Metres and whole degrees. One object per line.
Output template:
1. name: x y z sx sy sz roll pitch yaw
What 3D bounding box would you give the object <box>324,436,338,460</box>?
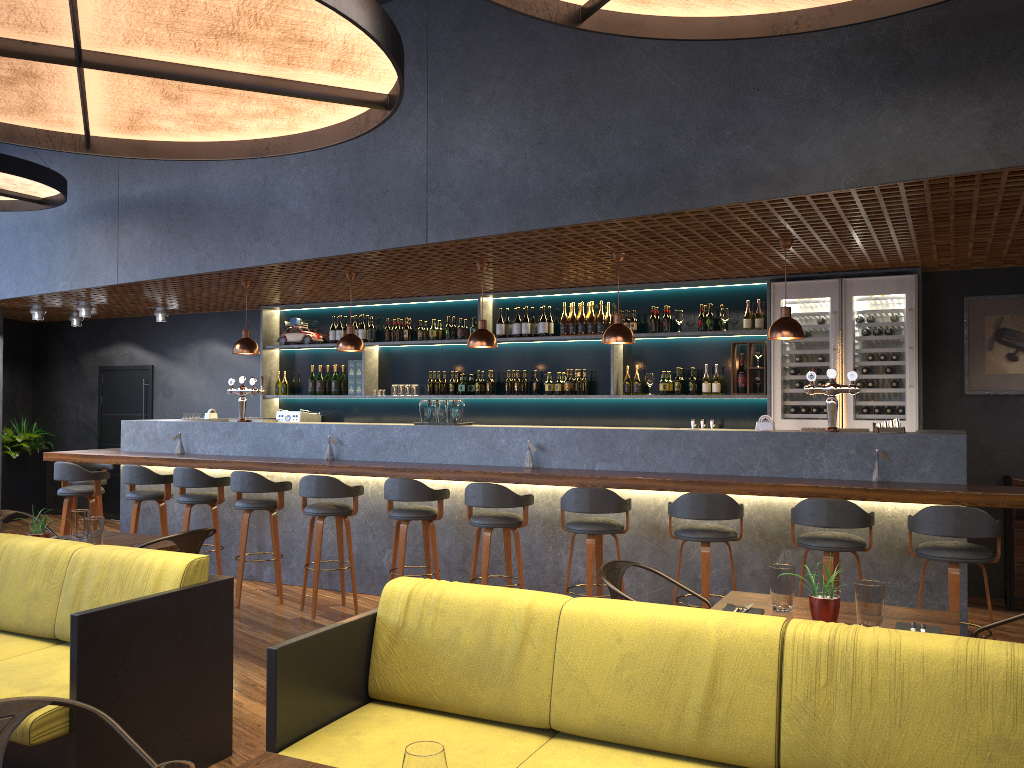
1. object: -1.524 0.535 7.448 0.114 0.203 0.069 0 -1 -13

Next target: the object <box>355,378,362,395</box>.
1. object: -1.675 0.029 9.846 0.098 0.192 0.080 0 -1 26

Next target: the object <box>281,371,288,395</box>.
1. object: -2.661 -0.007 10.393 0.079 0.281 0.079 0 -1 30

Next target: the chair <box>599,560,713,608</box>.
1. chair: 0.634 1.212 3.628 0.541 0.917 0.504 0 -1 27

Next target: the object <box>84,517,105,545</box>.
1. object: -2.333 0.837 4.953 0.102 0.178 0.102 0 -1 12

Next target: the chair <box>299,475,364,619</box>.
1. chair: -1.395 1.201 6.739 0.438 1.048 0.483 1 -1 -44

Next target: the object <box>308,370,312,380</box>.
1. object: -2.305 -0.041 10.231 0.094 0.340 0.094 1 -1 -28

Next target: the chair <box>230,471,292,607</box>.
1. chair: -2.028 1.206 7.100 0.438 1.048 0.483 1 -1 -35

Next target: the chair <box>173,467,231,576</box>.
1. chair: -2.606 1.211 7.473 0.483 1.048 0.438 0 -1 -2

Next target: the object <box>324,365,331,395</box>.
1. object: -2.108 -0.042 10.156 0.094 0.340 0.094 1 -1 -41

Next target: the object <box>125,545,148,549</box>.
1. object: -2.169 0.916 4.927 0.157 0.019 0.255 0 -1 26

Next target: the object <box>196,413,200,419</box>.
1. object: -3.266 0.336 9.229 0.042 0.059 0.042 0 -1 24

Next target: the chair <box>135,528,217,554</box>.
1. chair: -1.898 1.227 4.787 0.541 0.917 0.504 0 -1 27

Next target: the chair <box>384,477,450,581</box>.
1. chair: -0.700 1.198 6.522 0.483 1.048 0.438 0 -1 -2

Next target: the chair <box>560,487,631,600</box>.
1. chair: 0.563 1.189 5.877 0.483 1.048 0.438 0 -1 -13

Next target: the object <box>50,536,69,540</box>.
1. object: -2.749 0.921 5.252 0.157 0.019 0.255 0 -1 26

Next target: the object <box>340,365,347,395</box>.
1. object: -1.919 -0.043 10.073 0.094 0.340 0.094 1 -1 -41

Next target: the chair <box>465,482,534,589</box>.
1. chair: -0.112 1.193 6.169 0.438 1.048 0.483 1 -1 -35

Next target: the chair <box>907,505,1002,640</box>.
1. chair: 2.430 1.176 4.903 0.438 1.048 0.483 1 -1 -35

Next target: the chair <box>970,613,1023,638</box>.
1. chair: 1.748 1.204 3.073 0.541 0.917 0.504 0 -1 27

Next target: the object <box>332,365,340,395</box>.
1. object: -1.985 -0.044 9.991 0.094 0.340 0.094 1 -1 -24

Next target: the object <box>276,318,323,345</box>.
1. object: -2.468 -0.607 10.294 0.579 0.319 0.229 0 -1 26

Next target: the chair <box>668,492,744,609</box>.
1. chair: 1.205 1.185 5.581 0.483 1.048 0.438 -1 -1 41

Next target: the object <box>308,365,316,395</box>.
1. object: -2.273 -0.043 10.107 0.094 0.340 0.094 1 -1 -41

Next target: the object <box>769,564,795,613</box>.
1. object: 1.081 0.819 3.549 0.102 0.178 0.102 1 -1 -28

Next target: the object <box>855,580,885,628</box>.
1. object: 1.303 0.813 3.231 0.102 0.178 0.102 0 -1 12

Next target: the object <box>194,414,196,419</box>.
1. object: -3.289 0.335 9.184 0.042 0.059 0.042 0 -1 24

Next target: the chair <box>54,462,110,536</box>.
1. chair: -3.902 1.219 8.055 0.483 1.048 0.438 0 -1 -2

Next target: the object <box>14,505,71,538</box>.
1. object: -2.584 0.787 4.840 0.260 0.271 0.238 -1 -1 32

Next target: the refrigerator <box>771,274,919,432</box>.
1. refrigerator: 2.840 0.170 7.573 1.159 2.109 0.454 0 -1 26

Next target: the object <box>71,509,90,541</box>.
1. object: -2.580 0.842 5.298 0.102 0.178 0.102 1 -1 -28

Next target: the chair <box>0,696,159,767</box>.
1. chair: -0.981 1.174 1.837 0.541 0.917 0.504 0 -1 27

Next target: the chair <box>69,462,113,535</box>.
1. chair: -4.293 1.235 8.962 0.483 1.048 0.438 1 -1 -35

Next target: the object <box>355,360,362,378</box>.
1. object: -1.675 -0.164 9.850 0.098 0.192 0.080 0 -1 26

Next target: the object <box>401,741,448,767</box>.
1. object: -0.160 0.768 1.617 0.097 0.206 0.097 0 -1 18

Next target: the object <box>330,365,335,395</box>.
1. object: -2.020 -0.042 10.114 0.094 0.340 0.094 -1 -1 36

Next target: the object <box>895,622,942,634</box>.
1. object: 1.468 0.893 3.205 0.157 0.019 0.255 0 -1 26

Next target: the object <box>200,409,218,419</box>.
1. object: -3.099 0.321 9.666 0.200 0.106 0.766 0 -1 26

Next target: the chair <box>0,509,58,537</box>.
1. chair: -3.029 1.235 5.350 0.541 0.917 0.504 0 -1 27

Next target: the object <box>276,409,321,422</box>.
1. object: -2.487 0.567 10.094 0.355 0.569 0.550 0 -1 26

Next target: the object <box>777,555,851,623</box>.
1. object: 1.174 0.769 3.345 0.238 0.271 0.260 1 -1 -42

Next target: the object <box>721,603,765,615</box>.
1. object: 0.911 0.897 3.519 0.157 0.019 0.255 0 -1 26

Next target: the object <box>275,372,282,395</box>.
1. object: -2.744 -0.006 10.431 0.079 0.281 0.079 1 -2 -45

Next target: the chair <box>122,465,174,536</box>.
1. chair: -3.146 1.215 7.728 0.483 1.048 0.438 0 -1 -2

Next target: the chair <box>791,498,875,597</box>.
1. chair: 1.903 1.181 5.240 0.483 1.048 0.438 0 -1 -2

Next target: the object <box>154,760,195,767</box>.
1. object: -0.584 0.765 1.525 0.097 0.206 0.097 0 -1 18

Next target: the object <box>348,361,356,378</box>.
1. object: -1.764 -0.163 9.896 0.098 0.192 0.080 0 -1 26

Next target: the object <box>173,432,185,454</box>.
1. object: -3.084 0.546 8.210 0.114 0.203 0.069 0 -1 -16

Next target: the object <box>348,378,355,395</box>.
1. object: -1.765 0.029 9.891 0.098 0.192 0.080 0 -1 26

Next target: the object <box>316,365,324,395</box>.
1. object: -2.178 -0.043 10.075 0.094 0.340 0.094 -1 -1 40
